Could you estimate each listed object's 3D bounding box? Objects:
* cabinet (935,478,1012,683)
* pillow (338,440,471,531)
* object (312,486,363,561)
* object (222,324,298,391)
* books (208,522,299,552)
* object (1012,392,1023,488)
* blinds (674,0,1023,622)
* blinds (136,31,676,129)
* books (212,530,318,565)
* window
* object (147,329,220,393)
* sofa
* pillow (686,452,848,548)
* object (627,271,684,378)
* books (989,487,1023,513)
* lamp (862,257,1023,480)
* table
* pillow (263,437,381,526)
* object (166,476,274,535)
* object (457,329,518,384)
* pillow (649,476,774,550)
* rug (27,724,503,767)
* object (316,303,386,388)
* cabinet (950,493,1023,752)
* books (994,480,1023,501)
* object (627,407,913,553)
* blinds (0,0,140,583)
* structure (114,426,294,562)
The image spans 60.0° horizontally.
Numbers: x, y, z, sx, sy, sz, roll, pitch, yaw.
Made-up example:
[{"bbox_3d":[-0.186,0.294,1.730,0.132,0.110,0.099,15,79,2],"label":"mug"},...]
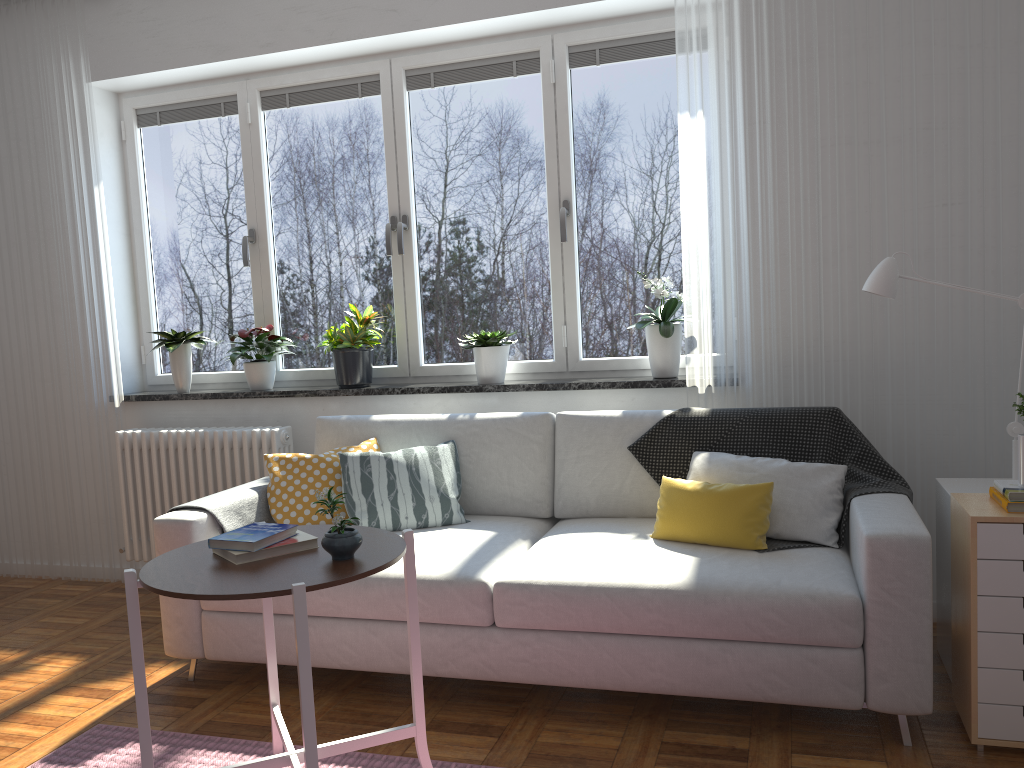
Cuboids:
[{"bbox_3d":[1.585,0.629,2.789,0.400,0.601,0.399,-1,5,17],"label":"cabinet"},{"bbox_3d":[-0.407,0.383,3.343,0.469,0.289,0.309,-4,5,-11],"label":"pillow"},{"bbox_3d":[-0.406,0.320,2.068,0.109,0.175,0.096,-3,5,-4],"label":"object"},{"bbox_3d":[-1.205,-0.128,4.246,0.380,0.309,0.370,-4,5,-8],"label":"object"},{"bbox_3d":[-0.631,0.373,2.173,0.136,0.024,0.174,-1,5,22],"label":"books"},{"bbox_3d":[1.372,0.131,2.347,0.081,0.288,0.085,-1,6,24],"label":"object"},{"bbox_3d":[1.274,-0.545,3.255,1.292,2.891,0.055,-1,5,17],"label":"blinds"},{"bbox_3d":[-0.540,-1.377,4.061,2.845,0.098,0.015,-2,5,17],"label":"blinds"},{"bbox_3d":[-0.608,0.396,2.186,0.208,0.026,0.162,-6,5,-37],"label":"books"},{"bbox_3d":[-0.519,-0.755,4.083,3.020,1.513,0.151,-2,5,17],"label":"window"},{"bbox_3d":[-1.601,-0.116,4.314,0.292,0.316,0.353,-2,5,9],"label":"object"},{"bbox_3d":[0.079,0.559,3.138,2.462,0.844,1.002,-2,5,17],"label":"sofa"},{"bbox_3d":[0.830,0.376,2.967,0.532,0.260,0.300,0,5,31],"label":"pillow"},{"bbox_3d":[0.625,-0.250,3.710,0.286,0.444,0.339,-2,5,6],"label":"object"},{"bbox_3d":[1.393,0.310,2.377,0.164,0.028,0.210,-2,4,17],"label":"books"},{"bbox_3d":[-0.616,0.393,2.432,4.590,1.348,0.332,-4,5,-13],"label":"lamp"},{"bbox_3d":[-0.548,0.739,2.165,0.617,0.688,0.617,-2,5,16],"label":"table"},{"bbox_3d":[-0.721,0.393,3.458,0.464,0.318,0.312,-4,5,-15],"label":"pillow"},{"bbox_3d":[-1.035,0.664,3.398,0.288,0.534,0.607,-1,5,17],"label":"object"},{"bbox_3d":[-0.102,-0.123,3.894,0.267,0.237,0.283,-3,5,-1],"label":"object"},{"bbox_3d":[0.645,0.409,2.870,0.401,0.194,0.210,0,6,35],"label":"pillow"},{"bbox_3d":[-0.481,1.141,1.303,2.458,0.008,2.362,-2,4,17],"label":"rug"},{"bbox_3d":[-0.754,-0.176,4.071,0.333,0.385,0.299,0,6,33],"label":"object"},{"bbox_3d":[1.411,0.644,2.408,0.349,0.644,0.301,-1,5,17],"label":"cabinet"},{"bbox_3d":[1.385,0.284,2.375,0.136,0.024,0.175,-2,4,17],"label":"books"},{"bbox_3d":[0.974,0.413,3.085,0.978,0.649,0.676,-4,5,-13],"label":"object"},{"bbox_3d":[-2.415,-0.440,4.415,1.038,2.891,0.055,-1,5,17],"label":"blinds"},{"bbox_3d":[-1.407,0.513,4.158,0.972,0.625,0.224,-2,5,17],"label":"structure"}]
